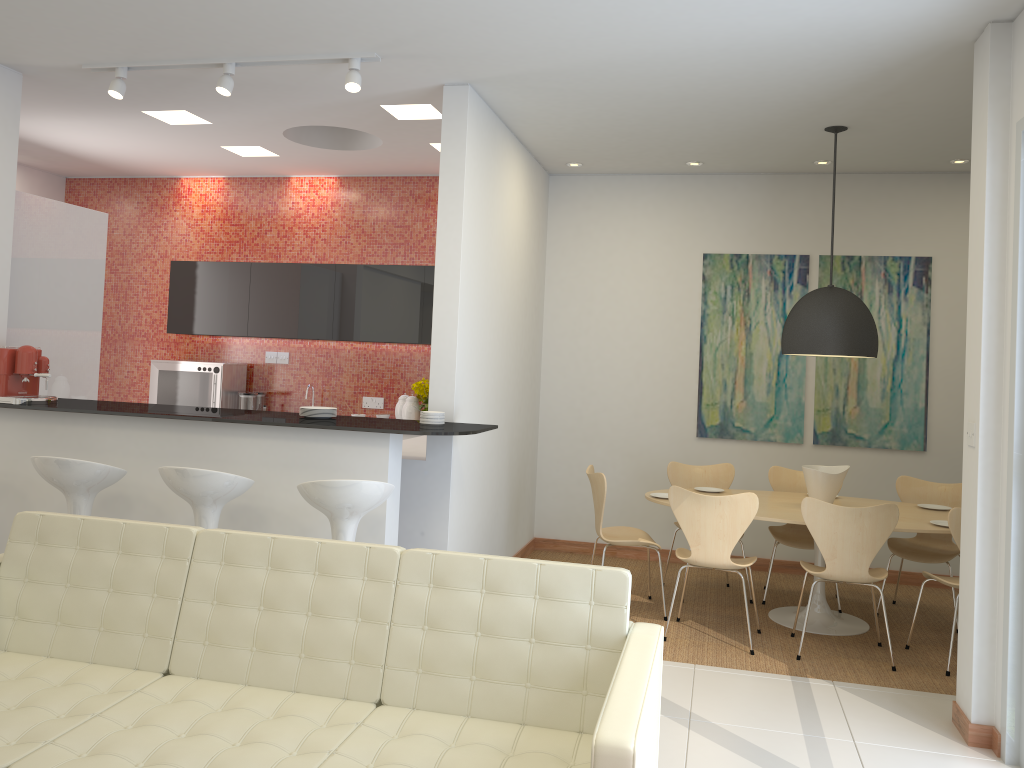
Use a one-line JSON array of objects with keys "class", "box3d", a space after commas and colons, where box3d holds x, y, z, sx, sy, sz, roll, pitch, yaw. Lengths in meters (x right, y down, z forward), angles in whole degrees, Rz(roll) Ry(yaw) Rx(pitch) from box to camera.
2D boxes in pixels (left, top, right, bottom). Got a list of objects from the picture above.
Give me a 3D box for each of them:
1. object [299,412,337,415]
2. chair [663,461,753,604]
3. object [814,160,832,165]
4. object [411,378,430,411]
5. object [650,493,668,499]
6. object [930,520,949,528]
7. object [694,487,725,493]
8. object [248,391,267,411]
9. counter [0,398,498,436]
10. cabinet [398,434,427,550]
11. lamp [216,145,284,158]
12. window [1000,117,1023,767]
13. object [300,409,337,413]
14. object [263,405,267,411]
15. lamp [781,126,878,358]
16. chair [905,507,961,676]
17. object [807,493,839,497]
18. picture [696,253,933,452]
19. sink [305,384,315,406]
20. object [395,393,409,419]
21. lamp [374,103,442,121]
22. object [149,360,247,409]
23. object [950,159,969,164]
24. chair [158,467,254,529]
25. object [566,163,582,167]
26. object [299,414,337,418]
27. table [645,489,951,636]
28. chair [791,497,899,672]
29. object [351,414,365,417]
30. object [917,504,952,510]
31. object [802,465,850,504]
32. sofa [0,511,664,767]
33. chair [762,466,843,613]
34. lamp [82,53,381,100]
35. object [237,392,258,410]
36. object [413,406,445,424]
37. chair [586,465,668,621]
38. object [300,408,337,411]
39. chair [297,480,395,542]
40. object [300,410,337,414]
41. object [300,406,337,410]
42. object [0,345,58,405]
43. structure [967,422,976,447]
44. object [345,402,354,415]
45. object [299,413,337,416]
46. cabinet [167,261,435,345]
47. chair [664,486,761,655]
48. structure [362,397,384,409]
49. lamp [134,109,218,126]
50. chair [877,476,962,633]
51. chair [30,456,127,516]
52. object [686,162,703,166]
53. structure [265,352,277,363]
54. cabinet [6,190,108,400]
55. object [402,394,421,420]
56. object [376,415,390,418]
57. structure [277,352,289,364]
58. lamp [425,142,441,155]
[{"class": "object", "box3d": [-1.106, 0.171, 5.049, 0.210, 0.015, 0.210, 2, 2, -33]}, {"class": "chair", "box3d": [1.386, 1.035, 6.294, 0.521, 0.908, 0.515, 3, -1, -7]}, {"class": "object", "box3d": [2.365, -1.685, 6.743, 0.129, 0.010, 0.129, 2, 2, -32]}, {"class": "object", "box3d": [-0.589, 0.154, 7.374, 0.522, 0.449, 0.502, 3, 0, 16]}, {"class": "object", "box3d": [1.020, 0.744, 5.861, 0.210, 0.015, 0.210, 4, 2, 35]}, {"class": "object", "box3d": [2.580, 0.830, 5.222, 0.210, 0.015, 0.210, 2, 2, -22]}, {"class": "object", "box3d": [1.393, 0.750, 6.254, 0.210, 0.015, 0.210, 4, 2, 35]}, {"class": "object", "box3d": [-2.320, 0.180, 8.044, 0.172, 0.216, 0.171, 2, -1, 32]}, {"class": "counter", "box3d": [-1.605, 0.177, 5.043, 2.965, 0.019, 0.735, 3, 2, 13]}, {"class": "cabinet", "box3d": [-1.850, 0.837, 6.730, 3.337, 0.986, 2.492, 3, 1, 13]}, {"class": "lamp", "box3d": [-2.137, -1.918, 7.239, 0.408, 0.034, 0.408, 3, 2, 13]}, {"class": "window", "box3d": [1.788, 0.257, 2.110, 0.121, 2.718, 3.429, 2, 0, 13]}, {"class": "object", "box3d": [-1.105, 0.157, 5.050, 0.210, 0.015, 0.210, 2, 2, -33]}, {"class": "object", "box3d": [-2.219, 0.238, 7.939, 0.037, 0.092, 0.037, 2, -1, 13]}, {"class": "lamp", "box3d": [2.091, -0.928, 5.778, 0.594, 1.496, 0.593, 2, -1, 15]}, {"class": "chair", "box3d": [2.599, 1.124, 4.981, 0.521, 0.908, 0.515, 3, -1, -3]}, {"class": "object", "box3d": [2.186, 0.786, 6.225, 0.210, 0.015, 0.210, 3, 2, 31]}, {"class": "picture", "box3d": [2.378, -0.276, 7.036, 1.739, 1.510, 0.020, 3, -2, 13]}, {"class": "sink", "box3d": [-1.804, 0.270, 7.764, 0.808, 0.538, 0.416, 3, -1, 13]}, {"class": "object", "box3d": [-0.924, 0.221, 7.604, 0.159, 0.284, 0.159, 3, -1, -25]}, {"class": "lamp", "box3d": [-0.648, -1.815, 5.859, 0.408, 0.034, 0.408, 3, 2, 13]}, {"class": "object", "box3d": [-2.837, 0.033, 7.983, 0.722, 0.471, 0.435, 3, 0, 13]}, {"class": "object", "box3d": [3.296, -1.638, 6.521, 0.129, 0.010, 0.129, 2, 2, -32]}, {"class": "chair", "box3d": [-1.519, 0.898, 4.364, 0.457, 1.023, 0.463, 2, -1, 24]}, {"class": "object", "box3d": [0.505, -1.779, 7.187, 0.129, 0.010, 0.129, 2, 2, -32]}, {"class": "object", "box3d": [-1.106, 0.184, 5.049, 0.210, 0.015, 0.210, 2, 2, -33]}, {"class": "table", "box3d": [1.985, 1.163, 5.726, 2.263, 0.730, 1.278, 3, 1, 14]}, {"class": "chair", "box3d": [1.895, 1.091, 5.060, 0.521, 0.908, 0.515, 2, -1, 13]}, {"class": "object", "box3d": [-1.307, 0.301, 7.528, 0.121, 0.084, 0.121, 3, 1, 33]}, {"class": "object", "box3d": [2.811, 0.823, 5.891, 0.210, 0.015, 0.210, 2, 2, -9]}, {"class": "object", "box3d": [2.014, 0.660, 5.724, 0.260, 0.280, 0.271, 3, 0, -41]}, {"class": "sofa", "box3d": [-0.867, 1.011, 2.741, 2.566, 0.924, 0.999, 3, 0, 13]}, {"class": "chair", "box3d": [2.051, 1.066, 6.230, 0.521, 0.908, 0.515, 2, -1, 18]}, {"class": "lamp", "box3d": [-1.616, -1.719, 4.968, 1.823, 0.200, 0.112, 3, -1, 13]}, {"class": "object", "box3d": [-2.334, 0.186, 7.809, 0.172, 0.216, 0.171, 2, -1, 32]}, {"class": "object", "box3d": [-0.464, 0.171, 4.988, 0.173, 0.098, 0.140, 3, 0, 6]}, {"class": "chair", "box3d": [0.729, 1.019, 5.815, 0.515, 0.908, 0.521, 3, -1, -3]}, {"class": "object", "box3d": [-1.105, 0.150, 5.050, 0.210, 0.015, 0.210, 2, 2, -33]}, {"class": "chair", "box3d": [-0.806, 0.934, 4.196, 0.457, 1.023, 0.464, 3, -1, -1]}, {"class": "object", "box3d": [-1.105, 0.164, 5.049, 0.210, 0.015, 0.210, 2, 2, -33]}, {"class": "object", "box3d": [-1.104, 0.143, 5.050, 0.210, 0.015, 0.210, 2, 2, -33]}, {"class": "object", "box3d": [-2.775, -0.055, 5.154, 0.321, 0.337, 0.320, 2, 0, 14]}, {"class": "structure", "box3d": [2.074, 0.226, 4.002, 0.013, 0.105, 0.114, 2, 0, 13]}, {"class": "object", "box3d": [-1.365, 0.244, 7.553, 0.164, 0.178, 0.011, 2, -2, 27]}, {"class": "object", "box3d": [-1.106, 0.178, 5.049, 0.210, 0.015, 0.210, 2, 2, -33]}, {"class": "cabinet", "box3d": [-1.492, -0.710, 7.800, 3.244, 0.661, 0.351, 3, -1, 13]}, {"class": "chair", "box3d": [1.204, 1.055, 5.254, 0.521, 0.908, 0.515, 2, -1, 21]}, {"class": "structure", "box3d": [-1.235, 0.168, 7.875, 0.198, 0.099, 0.016, 3, -2, 13]}, {"class": "lamp", "box3d": [-2.367, -1.902, 6.270, 0.408, 0.034, 0.408, 3, 2, 13]}, {"class": "chair", "box3d": [2.784, 1.106, 5.930, 0.522, 0.908, 0.514, 2, -1, 38]}, {"class": "chair", "box3d": [-2.230, 0.862, 4.533, 0.457, 1.023, 0.463, 2, -1, 24]}, {"class": "object", "box3d": [1.435, -1.732, 6.965, 0.129, 0.010, 0.129, 2, 2, -32]}, {"class": "structure", "box3d": [-2.211, -0.243, 8.125, 0.114, 0.105, 0.013, 3, -2, 13]}, {"class": "cabinet", "box3d": [-3.901, -0.006, 6.063, 1.638, 2.528, 1.055, 2, -1, 13]}, {"class": "object", "box3d": [-0.842, 0.229, 7.432, 0.159, 0.284, 0.159, 3, -1, -25]}, {"class": "object", "box3d": [-1.117, 0.306, 7.650, 0.121, 0.084, 0.121, 2, 0, -22]}, {"class": "structure", "box3d": [-2.095, -0.238, 8.100, 0.114, 0.105, 0.008, 3, -2, 13]}, {"class": "lamp", "box3d": [-0.418, -1.831, 6.828, 0.408, 0.034, 0.408, 3, 2, 13]}]
